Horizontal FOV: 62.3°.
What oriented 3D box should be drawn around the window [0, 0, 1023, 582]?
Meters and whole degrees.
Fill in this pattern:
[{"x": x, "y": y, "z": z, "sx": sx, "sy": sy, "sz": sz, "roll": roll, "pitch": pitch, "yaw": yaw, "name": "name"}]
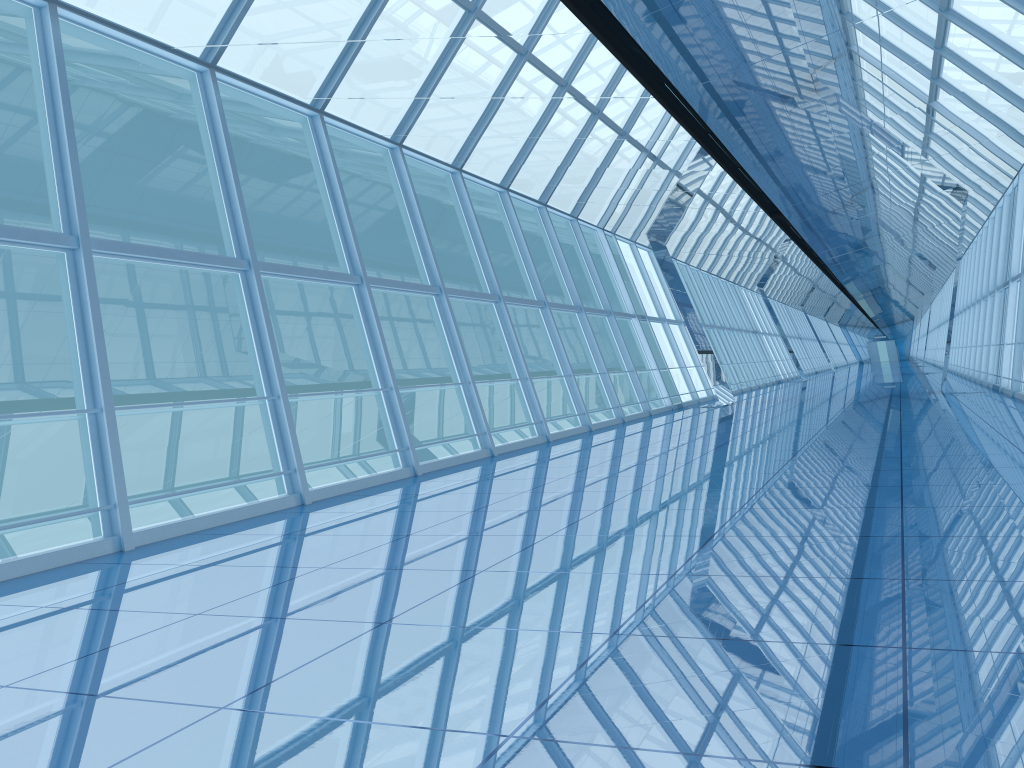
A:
[{"x": 18.473, "y": -2.974, "z": 44.900, "sx": 9.772, "sy": 4.913, "sz": 107.812, "roll": -5, "pitch": 0, "yaw": 25, "name": "window"}]
